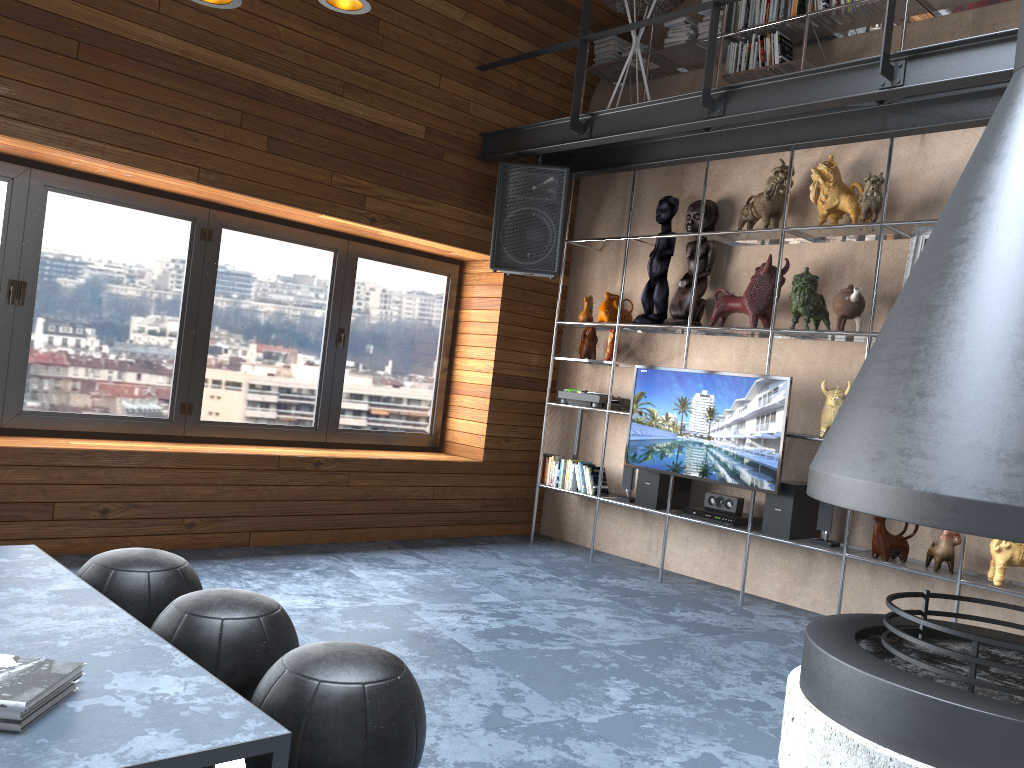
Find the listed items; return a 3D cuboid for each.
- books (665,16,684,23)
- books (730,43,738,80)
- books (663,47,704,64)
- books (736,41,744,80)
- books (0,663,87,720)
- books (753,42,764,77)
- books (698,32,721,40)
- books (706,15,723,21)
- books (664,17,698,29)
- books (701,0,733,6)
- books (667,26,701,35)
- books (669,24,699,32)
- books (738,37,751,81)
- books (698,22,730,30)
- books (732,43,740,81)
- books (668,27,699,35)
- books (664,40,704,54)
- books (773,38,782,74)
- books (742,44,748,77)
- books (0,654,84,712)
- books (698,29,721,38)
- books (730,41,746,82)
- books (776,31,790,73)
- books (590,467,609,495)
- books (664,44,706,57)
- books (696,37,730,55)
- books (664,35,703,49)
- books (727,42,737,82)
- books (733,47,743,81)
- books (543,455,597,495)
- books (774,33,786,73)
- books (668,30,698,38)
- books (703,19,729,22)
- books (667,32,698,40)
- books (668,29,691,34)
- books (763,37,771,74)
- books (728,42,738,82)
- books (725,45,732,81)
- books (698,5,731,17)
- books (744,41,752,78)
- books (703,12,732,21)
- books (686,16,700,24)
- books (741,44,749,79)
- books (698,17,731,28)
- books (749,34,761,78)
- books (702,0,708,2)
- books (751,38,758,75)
[{"bbox_3d":[1.138,-2.340,5.805,0.231,0.012,0.159,7,0,-38],"label":"books"},{"bbox_3d":[1.380,-1.965,5.424,0.127,0.201,0.011,7,0,-43],"label":"books"},{"bbox_3d":[1.113,-2.152,5.805,0.234,0.016,0.182,7,0,-43],"label":"books"},{"bbox_3d":[1.417,-1.963,5.403,0.125,0.206,0.019,7,0,-43],"label":"books"},{"bbox_3d":[-0.963,0.529,1.579,0.299,0.021,0.239,7,0,-1],"label":"books"},{"bbox_3d":[1.483,-1.941,5.309,0.112,0.177,0.009,7,0,-43],"label":"books"},{"bbox_3d":[1.314,-2.144,5.571,0.247,0.016,0.182,7,0,-43],"label":"books"},{"bbox_3d":[1.332,-2.262,5.591,0.227,0.013,0.160,7,0,-31],"label":"books"},{"bbox_3d":[1.144,-2.320,5.800,0.268,0.025,0.176,7,0,-43],"label":"books"},{"bbox_3d":[1.320,-2.371,5.577,0.208,0.017,0.167,7,0,-43],"label":"books"},{"bbox_3d":[1.148,-2.290,5.819,0.208,0.013,0.161,7,0,-38],"label":"books"},{"bbox_3d":[1.151,-2.301,5.808,0.161,0.013,0.206,6,0,42],"label":"books"},{"bbox_3d":[1.438,-1.969,5.396,0.161,0.223,0.017,7,0,-43],"label":"books"},{"bbox_3d":[1.324,-2.209,5.578,0.258,0.016,0.181,7,0,-41],"label":"books"},{"bbox_3d":[1.393,-1.963,5.421,0.127,0.201,0.011,7,0,-43],"label":"books"},{"bbox_3d":[1.141,-2.279,5.810,0.161,0.012,0.206,7,0,37],"label":"books"},{"bbox_3d":[1.130,-2.185,5.803,0.221,0.021,0.174,7,0,-43],"label":"books"},{"bbox_3d":[1.581,-1.933,5.236,0.120,0.188,0.048,7,0,-43],"label":"books"},{"bbox_3d":[1.434,-1.947,5.361,0.112,0.177,0.009,7,0,-43],"label":"books"},{"bbox_3d":[-0.929,0.514,1.548,0.265,0.017,0.210,7,0,-1],"label":"books"},{"bbox_3d":[1.314,-2.163,5.576,0.238,0.021,0.174,7,0,-37],"label":"books"},{"bbox_3d":[1.400,-1.972,5.456,0.177,0.219,0.008,7,0,-43],"label":"books"},{"bbox_3d":[1.596,-1.947,5.211,0.137,0.216,0.049,7,0,-43],"label":"books"},{"bbox_3d":[0.586,0.652,5.957,0.138,0.185,0.081,7,0,-43],"label":"books"},{"bbox_3d":[1.130,-2.166,5.798,0.182,0.016,0.234,6,0,42],"label":"books"},{"bbox_3d":[1.298,-2.130,5.580,0.252,0.016,0.182,7,0,-37],"label":"books"},{"bbox_3d":[1.131,-2.209,5.799,0.180,0.028,0.240,7,0,37],"label":"books"},{"bbox_3d":[1.382,-1.974,5.465,0.164,0.219,0.010,7,0,-43],"label":"books"},{"bbox_3d":[1.397,-1.948,5.409,0.119,0.172,0.014,7,0,-43],"label":"books"},{"bbox_3d":[0.434,0.623,6.099,0.139,0.208,0.461,7,0,-43],"label":"books"},{"bbox_3d":[1.587,-1.943,5.221,0.131,0.205,0.051,7,0,-43],"label":"books"},{"bbox_3d":[1.151,-2.246,5.793,0.182,0.016,0.234,7,0,37],"label":"books"},{"bbox_3d":[1.325,-2.251,5.583,0.160,0.012,0.222,6,0,41],"label":"books"},{"bbox_3d":[1.149,-2.230,5.794,0.234,0.016,0.182,7,0,-38],"label":"books"},{"bbox_3d":[1.150,-2.263,5.809,0.167,0.017,0.213,6,0,42],"label":"books"},{"bbox_3d":[1.538,-1.948,5.275,0.123,0.203,0.054,7,0,-43],"label":"books"},{"bbox_3d":[1.390,-1.974,5.458,0.171,0.220,0.010,7,0,-43],"label":"books"},{"bbox_3d":[1.360,-1.967,5.462,0.127,0.201,0.011,7,0,-43],"label":"books"},{"bbox_3d":[1.330,-2.310,5.574,0.288,0.025,0.175,7,0,-37],"label":"books"},{"bbox_3d":[1.444,-1.957,5.358,0.111,0.198,0.008,7,0,-43],"label":"books"},{"bbox_3d":[1.337,-2.276,5.580,0.225,0.017,0.167,7,0,-43],"label":"books"},{"bbox_3d":[1.153,-2.352,5.813,0.206,0.012,0.161,7,0,-43],"label":"books"},{"bbox_3d":[1.431,-1.950,5.373,0.117,0.183,0.012,7,0,-43],"label":"books"},{"bbox_3d":[1.320,-2.231,5.573,0.258,0.028,0.180,7,0,-37],"label":"books"},{"bbox_3d":[1.474,-1.969,5.328,0.122,0.230,0.017,7,0,-43],"label":"books"},{"bbox_3d":[1.337,-2.386,5.573,0.228,0.016,0.182,7,0,-43],"label":"books"},{"bbox_3d":[1.476,-1.953,5.313,0.111,0.198,0.008,7,0,-43],"label":"books"}]
